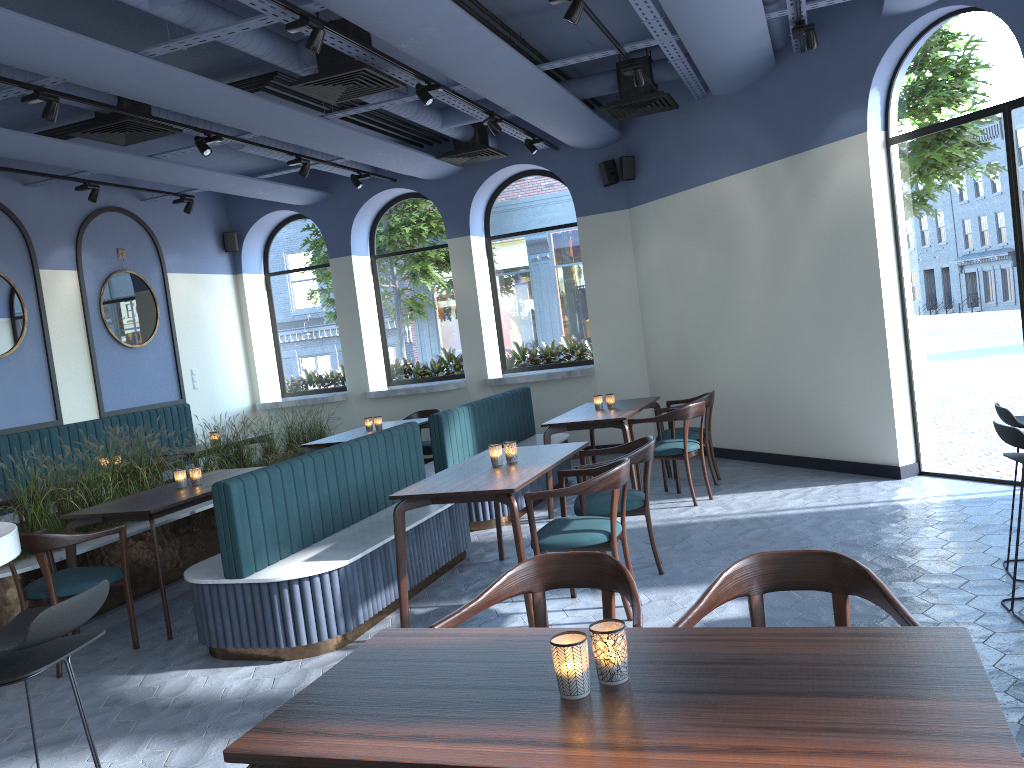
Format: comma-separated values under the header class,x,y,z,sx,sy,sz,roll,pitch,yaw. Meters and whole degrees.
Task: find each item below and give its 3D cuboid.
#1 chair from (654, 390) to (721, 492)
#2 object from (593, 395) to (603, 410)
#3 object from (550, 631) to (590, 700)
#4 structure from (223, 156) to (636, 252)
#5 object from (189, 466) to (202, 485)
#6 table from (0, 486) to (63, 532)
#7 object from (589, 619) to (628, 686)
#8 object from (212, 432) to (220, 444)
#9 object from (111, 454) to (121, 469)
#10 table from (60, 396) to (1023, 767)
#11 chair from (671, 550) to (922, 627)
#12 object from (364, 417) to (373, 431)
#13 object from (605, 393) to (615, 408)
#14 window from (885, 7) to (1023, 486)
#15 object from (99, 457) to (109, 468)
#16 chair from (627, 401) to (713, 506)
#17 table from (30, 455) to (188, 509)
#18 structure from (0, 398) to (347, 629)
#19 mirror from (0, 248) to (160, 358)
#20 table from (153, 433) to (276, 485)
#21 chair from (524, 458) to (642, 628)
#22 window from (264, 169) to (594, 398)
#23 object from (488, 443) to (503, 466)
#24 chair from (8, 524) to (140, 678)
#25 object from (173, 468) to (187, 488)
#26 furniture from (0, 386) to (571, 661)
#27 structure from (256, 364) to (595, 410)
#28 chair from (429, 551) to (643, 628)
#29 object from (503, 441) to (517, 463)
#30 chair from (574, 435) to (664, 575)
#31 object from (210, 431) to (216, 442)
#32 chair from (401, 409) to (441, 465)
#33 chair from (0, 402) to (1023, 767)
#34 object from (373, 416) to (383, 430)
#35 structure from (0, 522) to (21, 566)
class,x,y,z,sx,sy,sz,roll,pitch,yaw
chair,1.534,0.478,7.701,0.525,0.793,0.618,-6,4,19
object,0.744,0.158,7.634,0.078,0.120,0.078,-5,4,37
object,0.124,0.586,1.846,0.078,0.120,0.078,-5,4,37
structure,-2.511,-1.559,4.825,7.261,0.268,13.143,-7,3,3
object,-2.137,0.619,5.995,0.078,0.120,0.078,-7,3,3
table,-3.883,1.253,6.444,0.548,0.755,1.285,-6,4,20
object,0.210,0.573,1.892,0.078,0.120,0.078,-5,4,37
object,-2.991,0.547,8.959,0.078,0.120,0.078,-7,3,3
object,-3.450,0.679,7.739,0.078,0.120,0.078,-7,3,3
table,-0.783,0.996,4.247,3.997,0.755,9.778,-7,3,4
chair,0.774,0.898,2.347,0.618,0.793,0.525,-6,4,19
object,-1.349,0.377,8.365,0.078,0.120,0.078,-5,4,37
object,0.847,0.146,7.614,0.078,0.120,0.078,-5,4,37
window,3.270,-0.939,6.289,0.020,3.335,1.298,-9,4,-25
object,-3.535,0.692,7.693,0.078,0.120,0.078,-7,3,3
chair,1.306,0.546,7.057,0.525,0.793,0.618,-4,5,44
table,-3.426,1.117,7.737,0.548,0.755,1.332,-6,4,20
structure,-2.678,0.811,7.469,1.143,1.207,4.878,-6,4,21
mirror,-4.763,-0.763,8.042,0.026,1.089,4.357,-6,4,20
table,-2.961,0.979,9.050,0.548,0.755,1.332,-6,4,20
chair,0.394,0.808,4.622,0.525,0.793,0.618,-6,4,19
window,0.929,-1.147,5.922,3.897,2.394,14.212,-8,4,-19
object,-0.092,0.412,5.172,0.078,0.120,0.078,-7,3,3
chair,-2.481,1.152,4.908,0.618,0.793,0.525,-6,4,19
object,-2.222,0.633,5.949,0.078,0.120,0.078,-7,3,3
furniture,-2.356,0.806,7.354,4.703,1.150,4.800,-6,4,20
structure,0.881,0.098,5.906,4.315,0.080,14.155,-8,4,-19
chair,0.155,0.958,2.638,0.618,0.793,0.525,-6,4,19
object,-0.007,0.399,5.217,0.078,0.120,0.078,-7,3,3
chair,0.636,0.736,5.301,0.525,0.793,0.618,-7,3,6
object,-3.038,0.548,9.046,0.078,0.120,0.078,-7,3,3
chair,-0.929,0.691,9.292,0.618,0.793,0.525,-6,4,19
chair,0.204,0.903,2.107,3.651,0.949,6.322,-6,4,19
object,-1.256,0.367,8.337,0.078,0.120,0.078,-5,4,37
structure,-3.607,-0.029,1.657,3.220,3.800,3.653,-6,4,20
